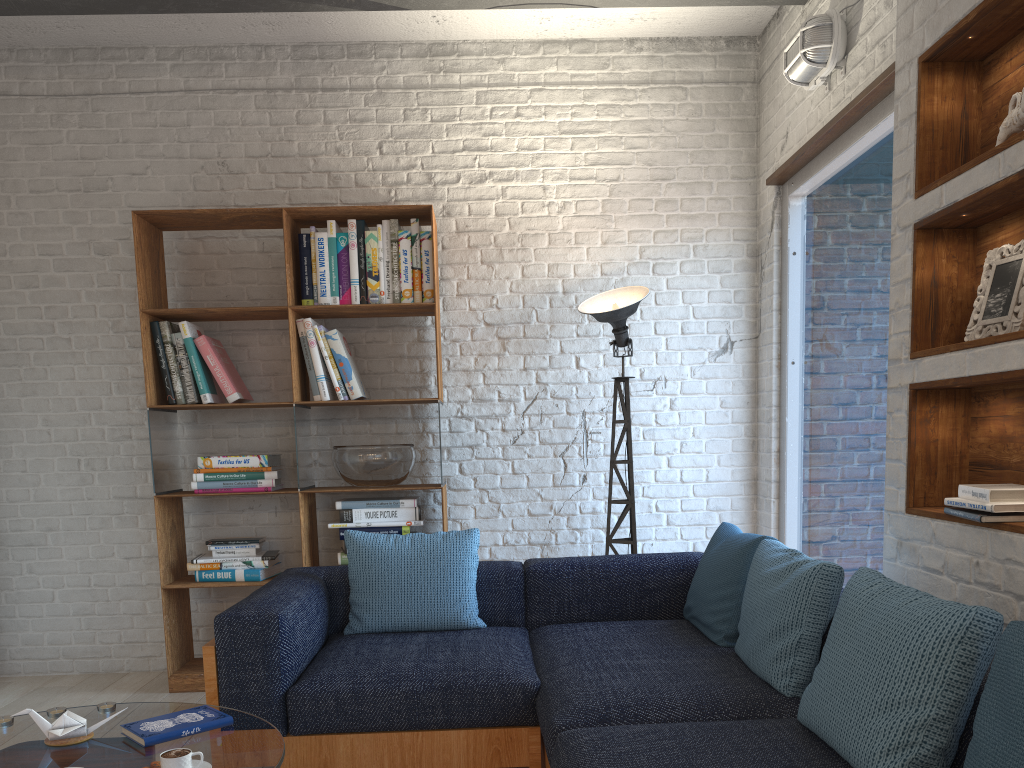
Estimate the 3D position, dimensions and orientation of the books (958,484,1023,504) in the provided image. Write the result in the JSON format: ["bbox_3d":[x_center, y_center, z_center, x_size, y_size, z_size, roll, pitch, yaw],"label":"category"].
[{"bbox_3d":[1.219,0.272,2.173,0.132,0.034,0.204,-2,-3,8],"label":"books"}]

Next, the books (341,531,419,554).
[{"bbox_3d":[-0.629,0.767,4.224,0.379,0.065,0.243,-1,-3,-15],"label":"books"}]

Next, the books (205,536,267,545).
[{"bbox_3d":[-1.330,0.757,4.215,0.252,0.017,0.161,-1,-3,-2],"label":"books"}]

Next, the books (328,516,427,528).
[{"bbox_3d":[-0.643,0.667,4.212,0.444,0.021,0.270,-1,-4,-2],"label":"books"}]

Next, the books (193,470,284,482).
[{"bbox_3d":[-1.299,0.436,4.159,0.379,0.037,0.243,-1,-3,-8],"label":"books"}]

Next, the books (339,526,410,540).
[{"bbox_3d":[-0.658,0.705,4.204,0.326,0.056,0.253,-1,-3,-7],"label":"books"}]

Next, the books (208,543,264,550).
[{"bbox_3d":[-1.339,0.785,4.238,0.236,0.019,0.170,-1,-3,-9],"label":"books"}]

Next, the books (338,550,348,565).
[{"bbox_3d":[-0.639,0.828,4.247,0.362,0.056,0.281,-2,-3,1],"label":"books"}]

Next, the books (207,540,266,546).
[{"bbox_3d":[-1.332,0.770,4.230,0.242,0.008,0.155,-1,-4,-2],"label":"books"}]

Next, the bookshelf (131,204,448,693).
[{"bbox_3d":[-0.986,0.339,4.156,1.318,2.228,0.359,-2,7,-2],"label":"bookshelf"}]

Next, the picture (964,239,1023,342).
[{"bbox_3d":[1.245,-0.232,2.183,0.102,0.247,0.191,-3,3,-11],"label":"picture"}]

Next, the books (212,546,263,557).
[{"bbox_3d":[-1.332,0.811,4.235,0.206,0.034,0.132,-2,-3,-2],"label":"books"}]

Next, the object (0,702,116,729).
[{"bbox_3d":[-1.255,0.907,2.400,0.301,0.027,0.068,0,-3,-24],"label":"object"}]

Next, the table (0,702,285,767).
[{"bbox_3d":[-1.095,1.059,1.649,1.077,0.450,1.819,-2,-3,4],"label":"table"}]

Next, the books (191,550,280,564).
[{"bbox_3d":[-1.329,0.835,4.215,0.379,0.018,0.243,-1,-4,-9],"label":"books"}]

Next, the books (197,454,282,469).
[{"bbox_3d":[-1.296,0.370,4.169,0.326,0.056,0.253,-2,-3,1],"label":"books"}]

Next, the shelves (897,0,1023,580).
[{"bbox_3d":[1.235,-0.257,2.130,0.192,1.443,0.758,-2,5,-2],"label":"shelves"}]

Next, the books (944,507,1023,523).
[{"bbox_3d":[1.211,0.326,2.184,0.162,0.017,0.250,-2,-4,8],"label":"books"}]

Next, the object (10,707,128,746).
[{"bbox_3d":[-1.127,0.860,2.227,0.187,0.092,0.193,-2,-2,24],"label":"object"}]

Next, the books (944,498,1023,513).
[{"bbox_3d":[1.218,0.299,2.169,0.171,0.019,0.235,-2,-4,0],"label":"books"}]

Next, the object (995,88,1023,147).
[{"bbox_3d":[1.221,-0.680,2.032,0.112,0.245,0.214,-1,2,6],"label":"object"}]

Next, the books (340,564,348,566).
[{"bbox_3d":[-0.636,0.888,4.235,0.379,0.065,0.243,-1,-3,-7],"label":"books"}]

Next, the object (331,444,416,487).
[{"bbox_3d":[-0.663,0.395,4.206,0.403,0.203,0.398,-3,-2,40],"label":"object"}]

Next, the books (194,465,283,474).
[{"bbox_3d":[-1.303,0.409,4.176,0.355,0.021,0.270,-1,-4,-3],"label":"books"}]

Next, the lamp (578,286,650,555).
[{"bbox_3d":[0.662,0.455,3.882,0.503,1.866,0.861,-5,6,-30],"label":"lamp"}]

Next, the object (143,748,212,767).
[{"bbox_3d":[-0.741,0.846,1.880,0.154,0.057,0.269,-1,-3,-9],"label":"object"}]

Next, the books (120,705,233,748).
[{"bbox_3d":[-0.873,0.890,2.275,0.230,0.023,0.162,2,-5,-44],"label":"books"}]

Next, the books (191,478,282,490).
[{"bbox_3d":[-1.309,0.474,4.170,0.379,0.037,0.243,-1,-3,-6],"label":"books"}]

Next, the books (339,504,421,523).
[{"bbox_3d":[-0.636,0.625,4.225,0.379,0.065,0.243,-1,-3,-7],"label":"books"}]

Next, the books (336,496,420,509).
[{"bbox_3d":[-0.642,0.573,4.215,0.379,0.037,0.243,-1,-3,-2],"label":"books"}]

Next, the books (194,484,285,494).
[{"bbox_3d":[-1.300,0.503,4.180,0.355,0.021,0.270,-1,-4,-2],"label":"books"}]
